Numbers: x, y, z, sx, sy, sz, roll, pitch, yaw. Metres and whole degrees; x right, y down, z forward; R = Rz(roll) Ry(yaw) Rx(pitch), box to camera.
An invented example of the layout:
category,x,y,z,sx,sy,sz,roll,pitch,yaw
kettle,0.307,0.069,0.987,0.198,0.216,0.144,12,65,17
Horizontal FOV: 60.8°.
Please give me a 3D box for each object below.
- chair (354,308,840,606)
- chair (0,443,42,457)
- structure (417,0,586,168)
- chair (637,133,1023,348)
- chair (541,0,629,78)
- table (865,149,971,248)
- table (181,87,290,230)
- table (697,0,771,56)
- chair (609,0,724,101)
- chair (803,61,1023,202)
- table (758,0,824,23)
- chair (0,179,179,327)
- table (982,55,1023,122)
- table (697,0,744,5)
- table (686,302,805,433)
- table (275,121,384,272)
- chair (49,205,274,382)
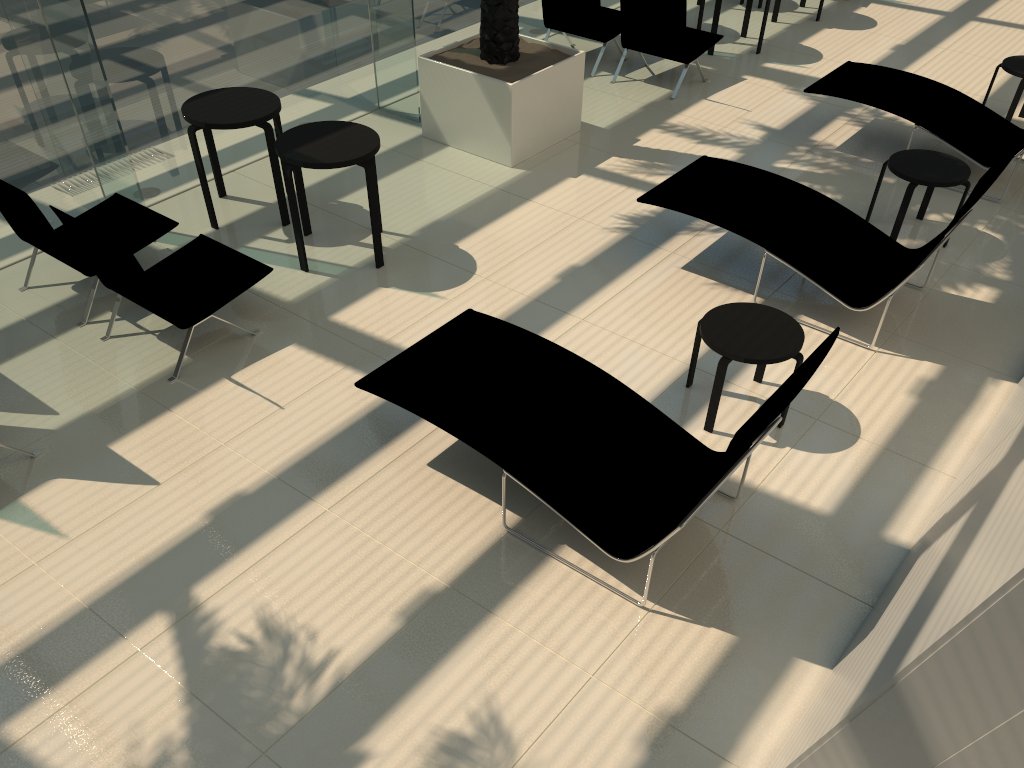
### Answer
category,x,y,z,sx,sy,sz,roll,pitch,yaw
chair,0.274,0.055,4.184,1.969,1.258,0.872,26,48,26
chair,-3.096,0.086,4.321,0.691,0.965,0.840,28,48,28
structure,-0.158,-5.007,5.122,4.705,7.617,4.171,23,46,23
chair,1.926,-1.196,5.633,1.969,1.258,0.872,26,48,26
chair,0.784,-3.747,8.741,0.691,0.965,0.840,28,48,28
table,2.948,-1.334,6.345,0.553,0.562,0.506,-6,42,-7
table,-1.974,-1.643,6.397,0.677,0.848,0.623,-9,42,-10
table,2.318,-3.948,9.089,0.677,0.848,0.623,-9,42,-10
chair,1.517,-3.393,8.353,0.691,0.965,0.840,28,48,28
chair,3.528,-2.409,7.038,1.969,1.258,0.872,26,48,26
table,3.216,-4.619,9.867,0.679,0.848,0.621,-6,42,-7
chair,-2.760,-1.063,5.631,0.691,0.965,0.840,28,48,28
table,4.550,-2.547,7.751,0.551,0.562,0.508,-9,42,-10
table,2.454,-4.987,10.271,0.679,0.848,0.621,-6,42,-7
table,1.296,-0.083,4.896,0.553,0.562,0.506,-6,42,-7
table,-1.211,-1.275,5.993,0.677,0.848,0.623,-9,42,-10
chair,-2.027,-0.709,5.243,0.691,0.965,0.840,28,48,28
